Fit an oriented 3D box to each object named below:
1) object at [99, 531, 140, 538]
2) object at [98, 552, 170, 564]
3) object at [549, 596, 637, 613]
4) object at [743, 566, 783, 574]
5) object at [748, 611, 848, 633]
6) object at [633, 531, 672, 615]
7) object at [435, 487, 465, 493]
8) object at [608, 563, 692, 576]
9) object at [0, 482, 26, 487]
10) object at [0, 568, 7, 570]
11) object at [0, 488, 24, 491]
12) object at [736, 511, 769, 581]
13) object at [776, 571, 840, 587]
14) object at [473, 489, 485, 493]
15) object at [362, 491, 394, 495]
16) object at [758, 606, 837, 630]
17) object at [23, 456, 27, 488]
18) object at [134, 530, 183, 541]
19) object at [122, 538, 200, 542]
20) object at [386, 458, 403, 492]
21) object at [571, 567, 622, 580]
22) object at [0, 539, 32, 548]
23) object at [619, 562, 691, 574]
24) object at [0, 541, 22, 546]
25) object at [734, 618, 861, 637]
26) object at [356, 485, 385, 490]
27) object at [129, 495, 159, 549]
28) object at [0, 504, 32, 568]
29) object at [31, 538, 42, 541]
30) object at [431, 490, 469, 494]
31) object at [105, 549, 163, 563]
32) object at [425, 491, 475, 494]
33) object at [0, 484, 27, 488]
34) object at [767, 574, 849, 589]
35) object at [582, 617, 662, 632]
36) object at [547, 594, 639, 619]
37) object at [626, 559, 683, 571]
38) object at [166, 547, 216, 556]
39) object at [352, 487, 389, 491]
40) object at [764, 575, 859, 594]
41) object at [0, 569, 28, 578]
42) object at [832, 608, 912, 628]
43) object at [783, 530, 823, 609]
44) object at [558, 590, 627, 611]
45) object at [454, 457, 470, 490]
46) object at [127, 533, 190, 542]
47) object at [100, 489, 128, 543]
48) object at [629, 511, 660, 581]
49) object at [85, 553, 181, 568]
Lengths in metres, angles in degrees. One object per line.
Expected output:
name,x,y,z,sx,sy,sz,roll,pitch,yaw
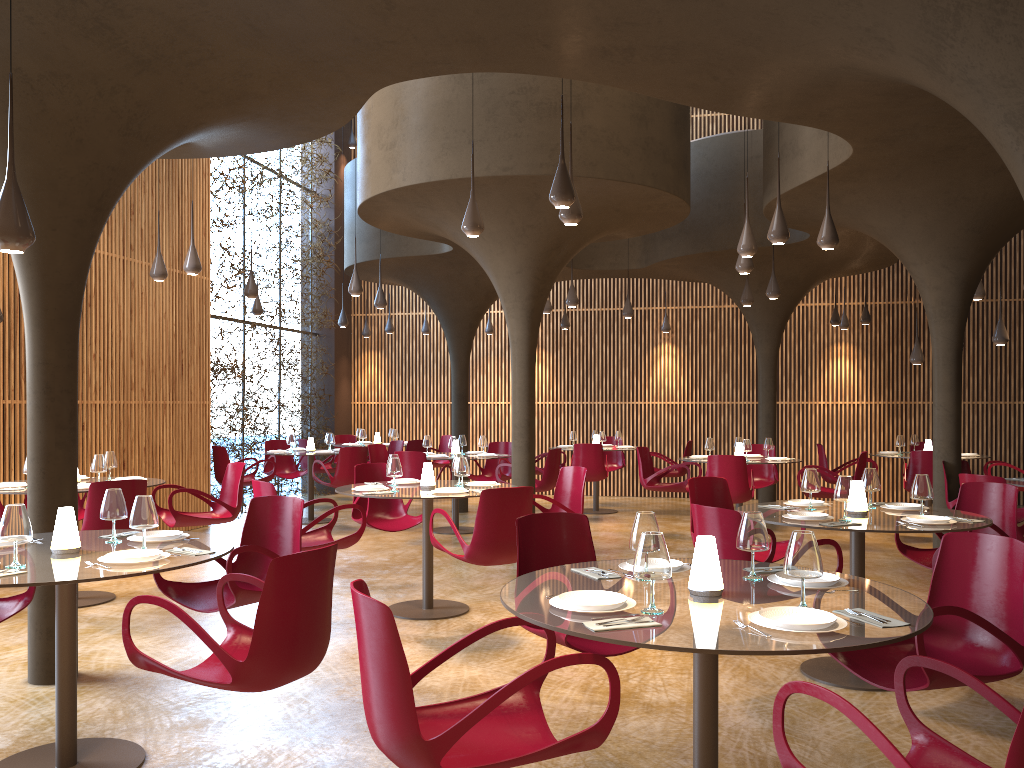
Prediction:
object,-2.727,1.062,6.229,0.152,0.020,0.314,-1,-1,26
object,-2.235,1.031,5.250,0.398,0.017,0.398,0,-1,-16
object,0.369,1.005,4.056,0.398,0.017,0.398,0,-1,-5
object,1.454,1.032,4.917,0.314,0.020,0.152,0,-1,-14
object,1.195,0.997,3.718,0.398,0.017,0.398,0,-1,19
object,0.623,0.838,3.939,0.170,0.354,0.170,0,0,26
object,-0.644,1.109,9.230,0.315,0.035,0.316,1,-1,-22
object,0.800,1.026,4.947,0.493,0.014,0.245,1,-1,-28
object,-5.584,1.123,9.854,0.316,0.035,0.316,1,-2,-40
object,-3.092,1.026,4.953,0.493,0.014,0.245,-1,-1,26
object,-5.417,1.136,9.532,0.314,0.020,0.152,1,-1,-31
object,1.274,0.855,4.692,0.170,0.354,0.170,0,0,-4
object,1.520,1.004,4.560,0.315,0.035,0.316,0,-1,5
object,-0.294,1.131,9.329,0.152,0.020,0.314,0,-1,-19
object,-1.381,1.127,9.138,0.314,0.020,0.152,1,-1,-25
object,1.195,0.985,3.718,0.315,0.035,0.316,0,-1,3
object,-5.310,0.969,9.798,0.170,0.354,0.170,0,0,13
object,-2.412,1.038,6.050,0.315,0.035,0.316,0,-1,20
object,-2.406,1.051,6.049,0.493,0.014,0.245,-1,-1,22
object,-1.245,0.960,9.390,0.170,0.354,0.170,0,0,8
object,0.455,1.030,4.819,0.152,0.020,0.314,1,-1,-24
object,-3.364,1.044,5.800,0.398,0.017,0.398,1,-1,-26
object,0.796,1.024,4.944,0.398,0.017,0.398,-1,-1,31
object,-3.364,1.032,5.800,0.315,0.035,0.316,0,-1,-10
object,1.191,0.998,3.715,0.493,0.014,0.245,1,-1,-24
object,-1.512,1.114,9.477,0.315,0.035,0.316,0,-1,-15
object,-2.293,0.873,5.522,0.170,0.354,0.170,0,0,23
object,-2.820,0.862,5.034,0.170,0.354,0.170,0,0,29
object,-3.362,1.045,5.805,0.245,0.014,0.493,-1,-1,28
object,-0.644,1.120,9.230,0.398,0.017,0.398,-1,-2,32
object,-2.235,1.020,5.250,0.316,0.035,0.316,1,-2,-41
object,-0.649,1.122,9.227,0.493,0.014,0.245,1,-1,-23
object,-5.584,1.134,9.854,0.398,0.017,0.398,0,-1,5
object,1.520,1.016,4.560,0.398,0.017,0.398,-1,-2,44
object,0.459,1.005,3.705,0.314,0.020,0.152,0,-1,-18
object,0.366,1.006,4.061,0.245,0.014,0.493,1,-1,-22
object,0.796,1.013,4.944,0.315,0.035,0.316,0,-1,-17
object,-2.006,1.046,5.531,0.314,0.020,0.152,-1,-2,36
object,-1.512,1.126,9.477,0.398,0.017,0.398,1,-1,-24
object,1.522,1.017,4.555,0.245,0.014,0.493,0,-1,-18
object,-2.785,1.029,4.750,0.152,0.020,0.314,-1,-1,30
object,1.544,1.008,3.817,0.152,0.020,0.314,0,-1,-19
object,1.305,0.838,3.975,0.170,0.354,0.170,0,0,2
object,0.369,0.993,4.056,0.316,0.035,0.316,-1,-2,40
object,-0.533,0.962,9.486,0.170,0.354,0.170,0,0,-32
object,-2.412,1.049,6.050,0.398,0.017,0.398,0,-1,4
object,-2.672,0.883,5.947,0.170,0.354,0.170,0,0,3
object,0.705,0.854,4.679,0.170,0.354,0.170,0,0,20
object,-2.237,1.033,5.245,0.245,0.014,0.493,-1,-2,31
